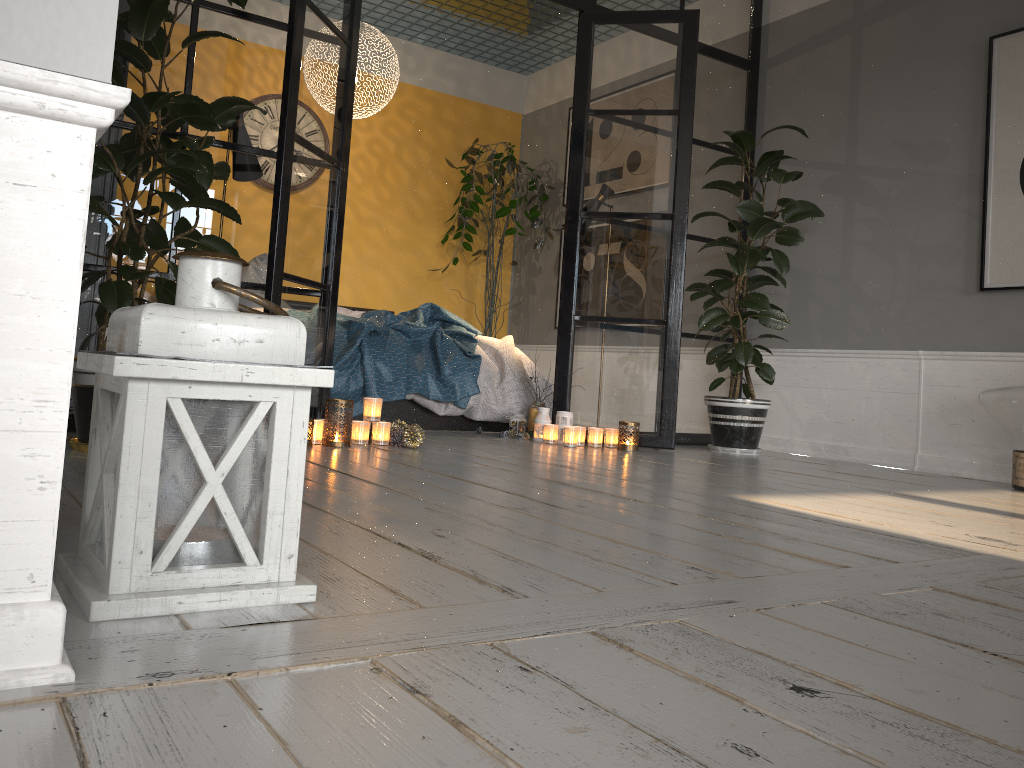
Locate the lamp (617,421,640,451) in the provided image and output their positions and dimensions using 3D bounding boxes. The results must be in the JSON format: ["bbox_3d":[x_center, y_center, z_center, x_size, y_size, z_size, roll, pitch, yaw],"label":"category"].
[{"bbox_3d":[0.582,0.261,4.414,0.107,0.141,0.107,3,-2,21],"label":"lamp"}]

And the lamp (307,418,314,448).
[{"bbox_3d":[-0.818,0.190,3.459,0.084,0.111,0.084,3,-2,33],"label":"lamp"}]

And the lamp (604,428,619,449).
[{"bbox_3d":[0.504,0.276,4.478,0.081,0.099,0.080,4,-2,7],"label":"lamp"}]

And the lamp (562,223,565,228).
[{"bbox_3d":[0.471,-0.452,5.298,0.403,1.531,0.231,4,-3,-3],"label":"lamp"}]

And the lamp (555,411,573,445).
[{"bbox_3d":[0.268,0.226,4.538,0.092,0.167,0.088,3,-3,23],"label":"lamp"}]

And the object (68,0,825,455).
[{"bbox_3d":[0.024,-0.602,3.942,3.885,1.801,1.011,4,-2,-34],"label":"object"}]

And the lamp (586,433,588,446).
[{"bbox_3d":[0.417,0.273,4.547,0.063,0.091,0.063,2,-3,38],"label":"lamp"}]

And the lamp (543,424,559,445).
[{"bbox_3d":[0.195,0.254,4.464,0.081,0.099,0.080,3,-2,21],"label":"lamp"}]

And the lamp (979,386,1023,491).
[{"bbox_3d":[2.202,0.229,3.720,0.432,0.439,0.432,4,-1,-11],"label":"lamp"}]

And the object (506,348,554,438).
[{"bbox_3d":[0.187,0.041,4.879,0.437,0.524,0.277,4,-2,7],"label":"object"}]

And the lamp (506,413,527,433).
[{"bbox_3d":[0.028,0.227,4.780,0.096,0.131,0.108,3,-2,27],"label":"lamp"}]

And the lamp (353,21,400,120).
[{"bbox_3d":[-1.014,-2.252,5.689,0.617,1.100,0.614,4,-2,8],"label":"lamp"}]

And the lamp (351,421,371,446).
[{"bbox_3d":[-0.631,0.205,3.677,0.081,0.099,0.080,4,-2,7],"label":"lamp"}]

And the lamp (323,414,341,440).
[{"bbox_3d":[-0.786,0.188,3.852,0.080,0.107,0.081,5,-2,-33],"label":"lamp"}]

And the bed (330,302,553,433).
[{"bbox_3d":[-1.036,-0.182,5.574,1.892,0.772,2.324,4,0,-33],"label":"bed"}]

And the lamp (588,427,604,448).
[{"bbox_3d":[0.419,0.270,4.448,0.081,0.099,0.080,4,-2,7],"label":"lamp"}]

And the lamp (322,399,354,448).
[{"bbox_3d":[-0.698,0.156,3.556,0.114,0.187,0.115,6,-3,-35],"label":"lamp"}]

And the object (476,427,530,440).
[{"bbox_3d":[-0.051,0.264,4.724,0.326,0.054,0.087,4,0,21],"label":"object"}]

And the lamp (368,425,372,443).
[{"bbox_3d":[-0.636,0.213,3.793,0.069,0.080,0.069,5,-2,-25],"label":"lamp"}]

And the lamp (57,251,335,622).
[{"bbox_3d":[-0.452,0.048,1.271,0.286,0.479,0.287,6,-3,-34],"label":"lamp"}]

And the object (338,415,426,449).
[{"bbox_3d":[-0.600,0.203,3.928,0.191,0.118,0.718,4,0,-44],"label":"object"}]

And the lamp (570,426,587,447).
[{"bbox_3d":[0.331,0.264,4.449,0.081,0.099,0.080,4,-2,7],"label":"lamp"}]

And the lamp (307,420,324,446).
[{"bbox_3d":[-0.797,0.194,3.548,0.081,0.099,0.080,4,-2,7],"label":"lamp"}]

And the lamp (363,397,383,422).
[{"bbox_3d":[-0.584,0.109,3.702,0.081,0.099,0.080,4,-2,7],"label":"lamp"}]

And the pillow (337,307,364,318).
[{"bbox_3d":[-1.146,-0.419,6.021,0.485,0.228,0.591,4,0,16],"label":"pillow"}]

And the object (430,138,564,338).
[{"bbox_3d":[-0.126,-0.855,7.073,1.250,2.212,1.339,2,-3,43],"label":"object"}]

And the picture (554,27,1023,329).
[{"bbox_3d":[0.733,-1.276,2.977,4.027,1.800,7.298,4,0,-33],"label":"picture"}]

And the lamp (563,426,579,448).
[{"bbox_3d":[0.290,0.262,4.370,0.081,0.099,0.080,4,-2,7],"label":"lamp"}]

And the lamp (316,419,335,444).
[{"bbox_3d":[-0.770,0.195,3.635,0.081,0.099,0.080,4,-2,7],"label":"lamp"}]

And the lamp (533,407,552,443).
[{"bbox_3d":[0.160,0.212,4.587,0.092,0.180,0.092,5,-3,-13],"label":"lamp"}]

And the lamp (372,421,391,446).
[{"bbox_3d":[-0.551,0.210,3.720,0.081,0.099,0.080,4,-2,7],"label":"lamp"}]
